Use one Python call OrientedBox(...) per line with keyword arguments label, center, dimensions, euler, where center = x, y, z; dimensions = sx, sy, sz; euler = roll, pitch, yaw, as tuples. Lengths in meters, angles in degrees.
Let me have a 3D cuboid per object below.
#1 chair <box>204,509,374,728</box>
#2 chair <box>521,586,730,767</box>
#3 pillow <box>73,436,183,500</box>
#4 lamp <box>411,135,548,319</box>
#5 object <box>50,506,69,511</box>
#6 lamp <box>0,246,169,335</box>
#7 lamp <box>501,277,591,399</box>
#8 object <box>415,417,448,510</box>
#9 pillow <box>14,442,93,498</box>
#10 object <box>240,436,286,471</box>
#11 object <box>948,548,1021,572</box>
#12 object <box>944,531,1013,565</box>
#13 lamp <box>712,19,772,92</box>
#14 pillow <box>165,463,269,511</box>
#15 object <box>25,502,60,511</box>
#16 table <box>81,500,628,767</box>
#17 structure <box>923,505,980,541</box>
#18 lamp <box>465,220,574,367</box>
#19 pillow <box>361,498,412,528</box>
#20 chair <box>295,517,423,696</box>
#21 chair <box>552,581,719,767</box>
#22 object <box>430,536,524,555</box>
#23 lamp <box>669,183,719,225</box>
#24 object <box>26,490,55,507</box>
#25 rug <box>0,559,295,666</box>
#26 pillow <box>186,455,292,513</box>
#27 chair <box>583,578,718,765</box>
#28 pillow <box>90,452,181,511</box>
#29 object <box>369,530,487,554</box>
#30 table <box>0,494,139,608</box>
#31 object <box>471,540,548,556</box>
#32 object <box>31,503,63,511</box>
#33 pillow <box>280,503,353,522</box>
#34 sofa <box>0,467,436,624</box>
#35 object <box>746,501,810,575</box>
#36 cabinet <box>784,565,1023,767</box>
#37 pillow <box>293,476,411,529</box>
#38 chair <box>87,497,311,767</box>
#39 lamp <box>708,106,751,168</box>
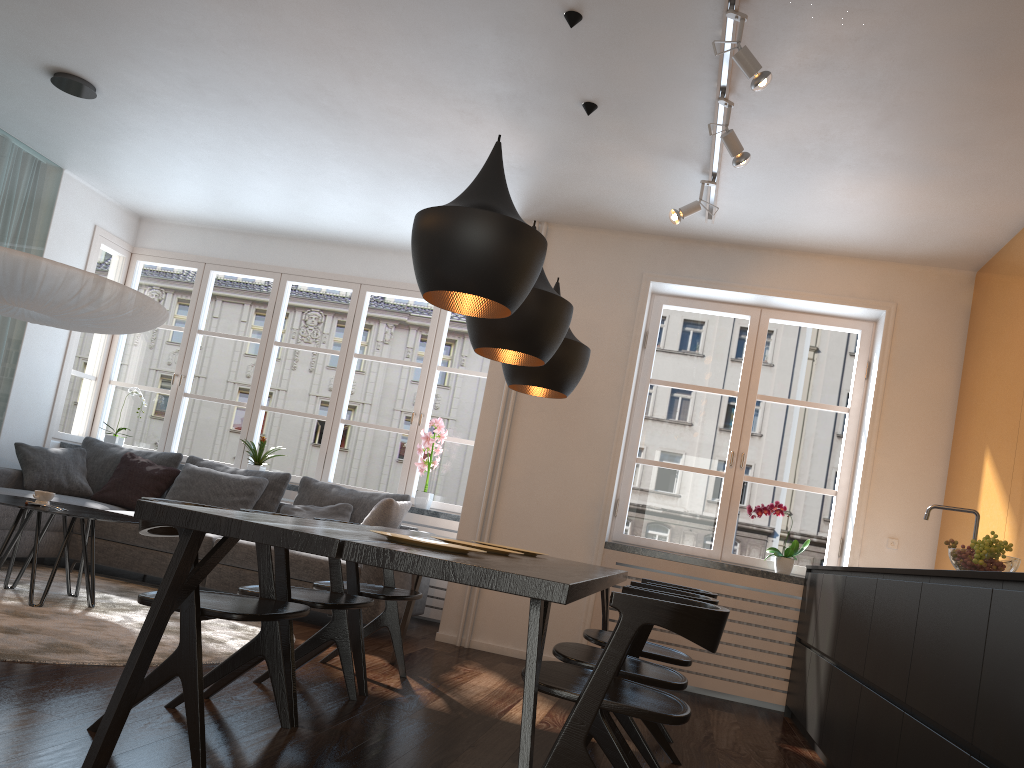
OrientedBox(label="chair", center=(-0.801, 0.843, 3.294), dimensions=(0.518, 0.666, 0.599), euler=(9, -7, 12))
OrientedBox(label="chair", center=(0.275, 0.897, 2.407), dimensions=(0.518, 0.666, 0.599), euler=(9, -7, 11))
OrientedBox(label="pillow", center=(-2.892, 0.667, 6.508), dimensions=(0.834, 0.474, 0.278), euler=(9, -6, 12))
OrientedBox(label="lamp", center=(-0.086, -0.500, 2.685), dimensions=(0.414, 0.537, 0.411), euler=(15, -8, -30))
OrientedBox(label="object", center=(-2.206, 0.596, 4.265), dimensions=(0.125, 0.010, 0.026), euler=(14, -9, -22))
OrientedBox(label="lamp", center=(-2.671, -0.485, 4.855), dimensions=(1.485, 0.208, 1.468), euler=(19, -12, -41))
OrientedBox(label="lamp", center=(0.166, -0.227, 4.048), dimensions=(0.410, 0.537, 0.415), euler=(4, -9, 45))
OrientedBox(label="object", center=(-0.625, 0.586, 6.585), dimensions=(0.201, 0.685, 0.299), euler=(11, -6, -9))
OrientedBox(label="pillow", center=(-3.244, 0.600, 6.271), dimensions=(0.520, 0.357, 0.346), euler=(17, -10, -39))
OrientedBox(label="object", center=(-1.927, 0.566, 6.818), dimensions=(0.377, 0.326, 0.324), euler=(12, -7, -13))
OrientedBox(label="object", center=(1.584, 0.620, 2.978), dimensions=(0.220, 0.096, 0.219), euler=(16, -10, -30))
OrientedBox(label="object", center=(1.575, 0.579, 2.973), dimensions=(0.178, 0.171, 0.241), euler=(11, -8, -3))
OrientedBox(label="lamp", center=(0.845, -1.206, 3.205), dimensions=(0.252, 0.238, 0.085), euler=(14, -6, -22))
OrientedBox(label="pillow", center=(-2.093, 0.791, 6.207), dimensions=(0.665, 0.394, 0.295), euler=(9, -7, 11))
OrientedBox(label="object", center=(-2.213, 0.577, 4.171), dimensions=(0.168, 0.015, 0.015), euler=(11, -7, -1))
OrientedBox(label="table", center=(-0.234, 0.938, 3.256), dimensions=(1.104, 0.673, 2.529), euler=(9, -9, 12))
OrientedBox(label="structure", center=(2.047, 0.761, 4.126), dimensions=(0.265, 0.382, 0.110), euler=(7, -6, 27))
OrientedBox(label="lamp", center=(0.040, -0.363, 3.367), dimensions=(0.412, 0.537, 0.413), euler=(12, -7, -12))
OrientedBox(label="pillow", center=(-0.861, 0.918, 5.623), dimensions=(0.286, 0.411, 0.499), euler=(9, -8, 11))
OrientedBox(label="chair", center=(-0.684, 0.976, 3.961), dimensions=(0.518, 0.666, 0.599), euler=(9, -7, 10))
OrientedBox(label="chair", center=(0.385, 1.016, 3.001), dimensions=(0.518, 0.666, 0.599), euler=(9, -7, 10))
OrientedBox(label="object", center=(-0.131, 0.608, 3.296), dimensions=(0.356, 0.016, 0.358), euler=(12, -9, -7))
OrientedBox(label="lamp", center=(0.963, -0.942, 4.665), dimensions=(0.251, 0.238, 0.086), euler=(11, -6, -1))
OrientedBox(label="object", center=(-2.294, 0.554, 4.293), dimensions=(0.091, 0.068, 0.141), euler=(7, -9, 24))
OrientedBox(label="rug", center=(-2.497, 1.035, 4.327), dimensions=(2.843, 0.012, 2.857), euler=(12, -9, -8))
OrientedBox(label="pillow", center=(-2.048, 0.796, 6.346), dimensions=(0.837, 0.471, 0.279), euler=(9, -6, 12))
OrientedBox(label="chair", center=(0.540, 1.159, 3.689), dimensions=(0.519, 0.666, 0.599), euler=(10, -7, 8))
OrientedBox(label="pillow", center=(-2.678, 0.697, 6.303), dimensions=(0.519, 0.400, 0.314), euler=(9, -7, 14))
OrientedBox(label="object", center=(-0.251, 0.478, 2.644), dimensions=(0.355, 0.016, 0.360), euler=(8, -10, 15))
OrientedBox(label="table", center=(-2.312, 0.848, 4.416), dimensions=(0.844, 0.469, 0.857), euler=(8, -9, 14))
OrientedBox(label="object", center=(-0.011, 0.739, 3.948), dimensions=(0.355, 0.016, 0.360), euler=(8, -10, 15))
OrientedBox(label="object", center=(-2.224, 0.581, 4.212), dimensions=(0.164, 0.016, 0.025), euler=(13, -8, -13))
OrientedBox(label="pillow", center=(-1.338, 0.923, 5.938), dimensions=(0.493, 0.319, 0.447), euler=(11, -8, -6))
OrientedBox(label="sofa", center=(-2.213, 0.939, 5.453), dimensions=(3.060, 0.666, 2.063), euler=(9, -9, 12))
OrientedBox(label="object", center=(1.604, 0.924, 5.374), dimensions=(0.407, 0.434, 0.230), euler=(12, -6, -12))
OrientedBox(label="cabinet", center=(1.560, 1.072, 2.662), dimensions=(0.731, 0.892, 5.121), euler=(9, -9, 12))
OrientedBox(label="pillow", center=(-1.167, 0.930, 6.154), dimensions=(0.834, 0.473, 0.278), euler=(9, -6, 12))
OrientedBox(label="chair", center=(-0.911, 0.724, 2.696), dimensions=(0.518, 0.666, 0.599), euler=(9, -7, 10))
OrientedBox(label="lamp", center=(0.952, -1.083, 3.832), dimensions=(0.254, 0.237, 0.085), euler=(16, -8, -37))
